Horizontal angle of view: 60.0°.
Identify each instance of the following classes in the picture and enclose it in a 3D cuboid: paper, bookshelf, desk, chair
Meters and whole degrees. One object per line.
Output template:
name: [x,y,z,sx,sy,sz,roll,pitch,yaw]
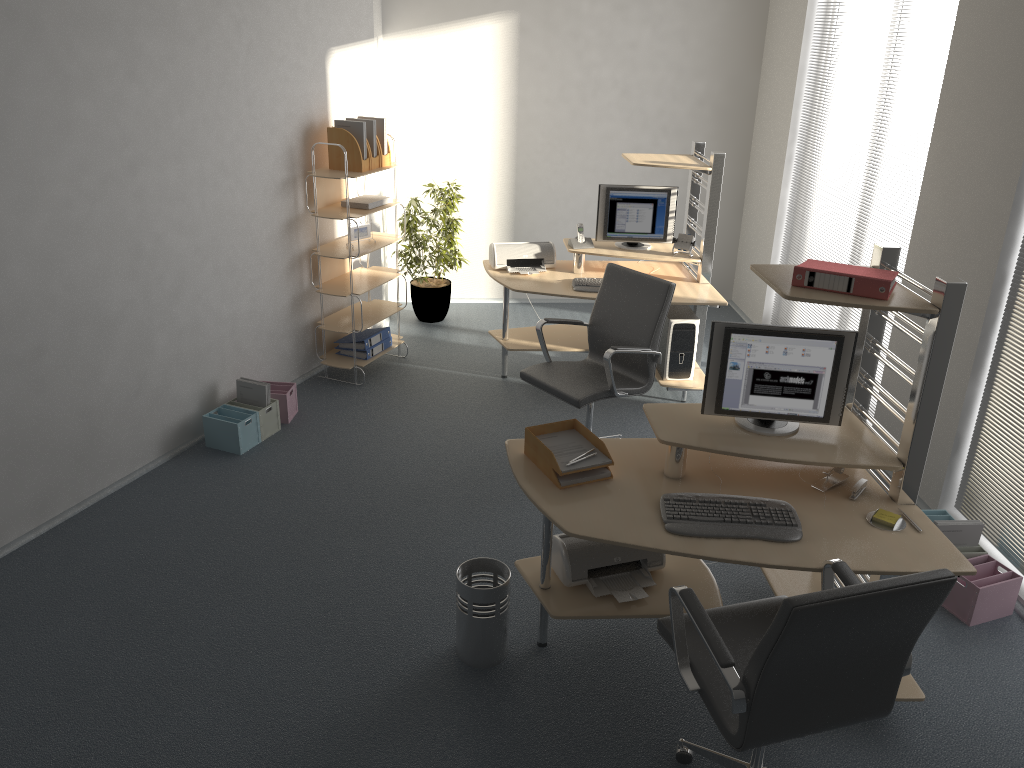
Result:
paper: [-0.916,-1.596,5.819,0.213,0.297,0.045,13,25,24]
paper: [0.216,0.252,3.397,0.210,0.010,0.297,-9,25,-23]
paper: [-1.021,-1.510,5.611,0.213,0.297,0.045,10,24,19]
bookshelf: [-1.020,-0.839,5.940,0.381,1.572,0.724,11,25,21]
desk: [0.734,0.366,3.215,1.469,1.566,0.967,0,23,-4]
paper: [-0.960,-1.207,5.872,0.213,0.046,0.297,11,25,21]
chair: [0.448,-0.057,4.855,0.652,1.048,0.584,-16,28,-35]
chair: [0.799,0.873,2.686,0.584,1.048,0.652,-6,24,-16]
paper: [-0.972,-1.554,5.716,0.213,0.297,0.045,11,25,22]
paper: [0.215,0.300,3.417,0.210,0.019,0.297,-9,25,-23]
desk: [0.559,-0.727,5.780,1.469,1.566,0.967,0,23,-4]
paper: [-1.517,0.128,5.211,0.220,0.306,0.068,11,25,21]

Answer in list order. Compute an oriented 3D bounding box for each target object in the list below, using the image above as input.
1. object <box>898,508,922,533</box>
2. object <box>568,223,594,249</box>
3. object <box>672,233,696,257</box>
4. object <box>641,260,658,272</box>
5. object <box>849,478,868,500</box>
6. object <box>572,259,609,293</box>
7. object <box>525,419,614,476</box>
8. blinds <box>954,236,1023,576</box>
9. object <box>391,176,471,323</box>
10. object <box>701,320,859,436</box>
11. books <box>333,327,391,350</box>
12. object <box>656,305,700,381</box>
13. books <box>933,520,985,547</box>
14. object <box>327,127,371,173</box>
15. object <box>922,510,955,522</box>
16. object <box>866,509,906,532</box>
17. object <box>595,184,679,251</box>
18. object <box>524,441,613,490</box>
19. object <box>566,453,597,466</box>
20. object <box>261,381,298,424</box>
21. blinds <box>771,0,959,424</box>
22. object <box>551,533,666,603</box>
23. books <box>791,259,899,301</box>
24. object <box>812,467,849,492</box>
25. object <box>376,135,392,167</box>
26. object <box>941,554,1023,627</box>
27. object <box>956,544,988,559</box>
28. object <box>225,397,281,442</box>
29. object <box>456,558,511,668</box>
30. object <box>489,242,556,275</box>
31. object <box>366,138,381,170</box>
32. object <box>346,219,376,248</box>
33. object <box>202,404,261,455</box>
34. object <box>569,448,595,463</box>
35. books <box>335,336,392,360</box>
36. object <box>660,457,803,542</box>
object: [1.393,0.475,3.112,0.011,0.011,0.158,-1,23,-7]
object: [0.463,-0.993,5.928,0.150,0.151,0.119,-6,24,-17]
object: [1.127,-0.909,5.795,0.154,0.135,0.093,16,27,30]
object: [0.980,-0.725,5.952,0.168,0.088,0.742,1,23,-2]
object: [1.281,0.385,3.277,0.022,0.042,0.134,19,28,34]
object: [0.641,-0.710,5.903,0.478,0.082,0.814,3,23,3]
object: [0.216,0.236,3.391,0.225,0.060,0.309,-9,25,-23]
blinds: [2.347,-0.273,3.056,0.022,2.770,1.950,0,23,-4]
object: [-0.617,-1.050,7.020,0.544,1.147,0.644,12,25,23]
object: [1.010,-0.041,3.378,0.516,0.418,0.245,9,24,16]
books: [-1.036,-0.323,6.144,0.263,0.100,0.320,11,25,22]
object: [1.078,-0.299,5.914,0.199,0.422,0.471,0,23,-4]
books: [1.974,0.745,3.992,0.220,0.306,0.068,0,23,-4]
object: [-1.027,-1.485,5.600,0.243,0.259,0.113,10,24,19]
object: [1.960,0.732,4.203,0.245,0.202,0.185,0,23,-4]
object: [1.311,0.469,3.101,0.132,0.026,0.132,0,23,-4]
object: [0.834,-1.125,5.923,0.516,0.418,0.245,6,23,10]
object: [0.215,0.288,3.413,0.225,0.060,0.309,-9,25,-23]
object: [0.258,0.282,3.308,0.159,0.009,0.008,-17,29,-37]
object: [-1.462,0.114,5.428,0.245,0.202,0.185,3,23,4]
blinds: [2.170,-1.369,5.628,0.037,2.749,1.950,0,23,-4]
object: [0.409,0.695,3.489,0.438,0.162,0.351,-6,24,-18]
books: [1.190,-0.389,3.157,0.320,0.072,0.262,13,26,26]
object: [1.203,0.346,3.337,0.159,0.064,0.054,-15,28,-34]
object: [-0.925,-1.570,5.809,0.243,0.259,0.113,13,25,24]
object: [2.012,0.892,3.828,0.245,0.202,0.185,-7,25,-20]
object: [1.971,0.804,4.033,0.245,0.202,0.185,0,23,-4]
object: [-1.525,0.198,5.226,0.245,0.202,0.185,11,25,21]
object: [-0.113,0.894,3.455,0.208,0.377,0.208,19,29,36]
object: [0.087,-0.850,5.958,0.438,0.162,0.351,-3,23,-11]
object: [-0.980,-1.528,5.706,0.243,0.259,0.113,11,25,22]
object: [-0.998,-0.998,5.853,0.077,0.161,0.192,21,30,38]
object: [-1.597,0.263,5.069,0.245,0.202,0.185,11,25,21]
object: [0.262,0.270,3.335,0.008,0.009,0.159,20,29,37]
books: [-1.029,-0.271,6.161,0.262,0.072,0.320,11,25,22]
object: [0.777,0.376,3.350,0.478,0.082,0.814,3,23,3]
